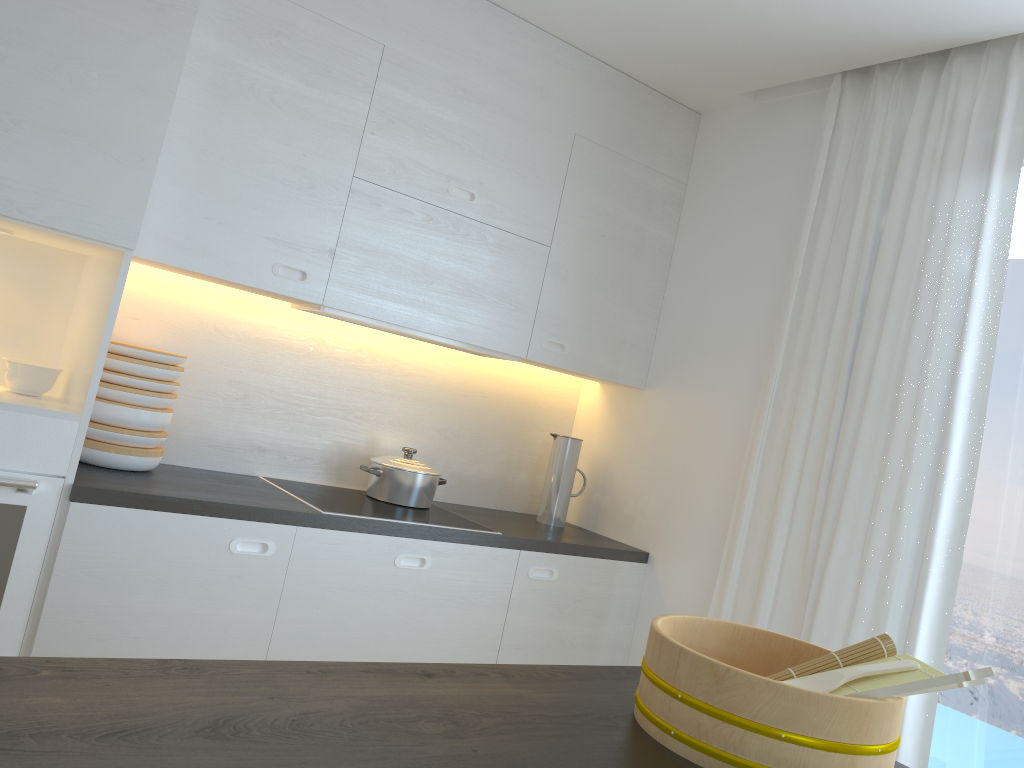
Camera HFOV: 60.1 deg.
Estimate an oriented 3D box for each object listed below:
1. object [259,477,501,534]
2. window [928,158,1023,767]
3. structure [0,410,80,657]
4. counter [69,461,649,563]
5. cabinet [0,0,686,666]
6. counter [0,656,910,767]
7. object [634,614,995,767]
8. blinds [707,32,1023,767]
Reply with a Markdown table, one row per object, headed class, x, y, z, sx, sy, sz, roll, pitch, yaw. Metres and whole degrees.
| class | x | y | z | sx | sy | sz | roll | pitch | yaw |
| --- | --- | --- | --- | --- | --- | --- | --- | --- | --- |
| object | -0.452 | 0.412 | 2.992 | 0.649 | 0.013 | 0.564 | 13 | -2 | -35 |
| window | 1.919 | 0.324 | 1.668 | 0.087 | 1.927 | 2.736 | 16 | -4 | -35 |
| structure | -1.355 | 0.335 | 2.008 | 0.556 | 0.599 | 0.049 | 15 | -6 | -34 |
| counter | -0.457 | 0.429 | 2.986 | 1.985 | 0.040 | 0.602 | 13 | -2 | -35 |
| cabinet | -0.830 | 0.008 | 2.626 | 3.176 | 2.313 | 0.482 | 14 | -5 | -35 |
| counter | -0.410 | 0.379 | 0.817 | 2.382 | 0.040 | 0.603 | 13 | -2 | -35 |
| object | 0.416 | 0.446 | 1.346 | 0.429 | 0.215 | 0.377 | 13 | -2 | -7 |
| blinds | 1.038 | -0.029 | 2.684 | 0.149 | 2.171 | 0.797 | 16 | -6 | -35 |
